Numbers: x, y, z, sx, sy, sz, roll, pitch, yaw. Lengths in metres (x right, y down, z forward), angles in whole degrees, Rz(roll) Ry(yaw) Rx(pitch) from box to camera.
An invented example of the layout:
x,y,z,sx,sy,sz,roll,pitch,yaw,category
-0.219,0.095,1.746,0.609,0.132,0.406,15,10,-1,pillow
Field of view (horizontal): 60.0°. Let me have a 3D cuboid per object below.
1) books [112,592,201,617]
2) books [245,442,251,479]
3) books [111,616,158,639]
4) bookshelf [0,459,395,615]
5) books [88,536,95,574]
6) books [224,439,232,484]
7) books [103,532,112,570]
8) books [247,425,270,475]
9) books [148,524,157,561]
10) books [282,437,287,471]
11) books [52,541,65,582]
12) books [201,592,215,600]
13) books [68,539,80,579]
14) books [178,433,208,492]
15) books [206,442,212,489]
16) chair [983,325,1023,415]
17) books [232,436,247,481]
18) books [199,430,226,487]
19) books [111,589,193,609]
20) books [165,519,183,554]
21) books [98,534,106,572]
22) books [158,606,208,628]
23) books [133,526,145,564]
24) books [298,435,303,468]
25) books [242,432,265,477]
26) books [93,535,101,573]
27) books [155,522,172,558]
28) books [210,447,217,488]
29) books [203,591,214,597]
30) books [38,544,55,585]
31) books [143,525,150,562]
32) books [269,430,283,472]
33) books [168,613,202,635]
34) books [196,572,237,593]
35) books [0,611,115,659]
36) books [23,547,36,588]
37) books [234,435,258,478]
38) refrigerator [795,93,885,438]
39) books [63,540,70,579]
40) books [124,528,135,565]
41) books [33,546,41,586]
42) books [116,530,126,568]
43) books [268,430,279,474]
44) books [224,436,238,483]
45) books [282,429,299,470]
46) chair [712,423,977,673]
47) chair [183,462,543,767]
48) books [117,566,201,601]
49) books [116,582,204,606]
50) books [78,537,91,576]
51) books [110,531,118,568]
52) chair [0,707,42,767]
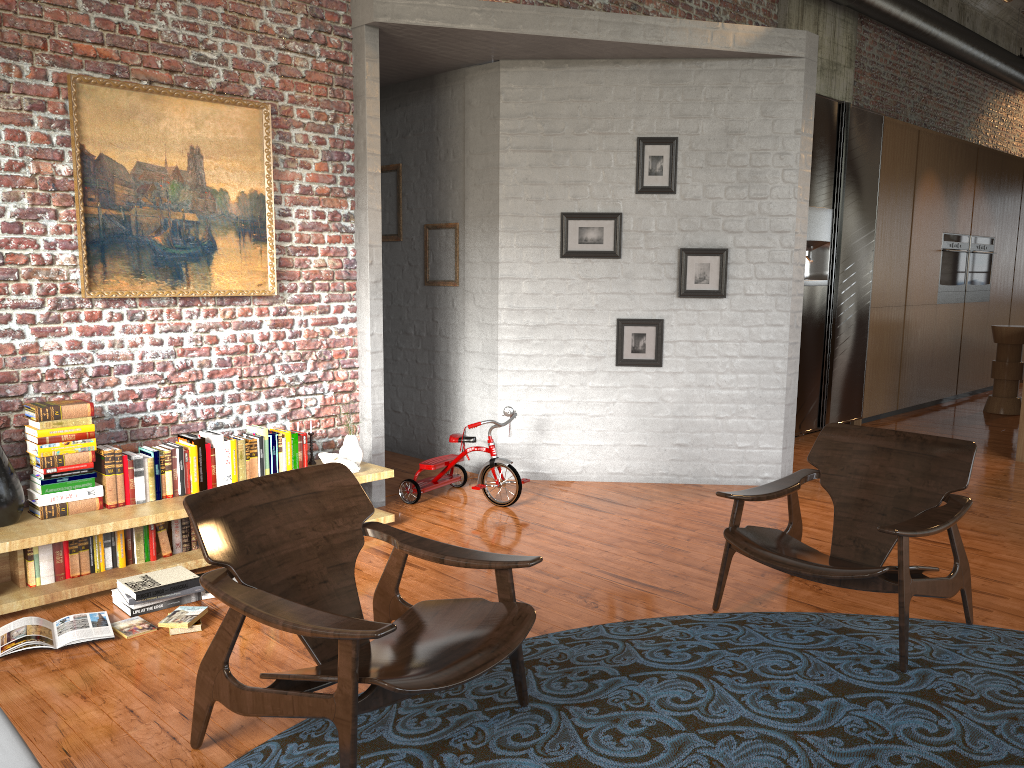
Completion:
x,y,z,sx,sy,sz,roll,pitch,yaw,category
-1.639,0.983,4.088,0.319,0.040,0.236,-6,10,-42,books
-1.507,0.428,4.931,0.161,0.224,0.027,9,12,44,books
-1.618,1.038,3.780,0.188,0.012,0.133,7,10,43,books
-2.257,0.818,4.119,3.836,0.360,0.547,-7,11,-44,bookshelf
-2.042,0.790,4.251,0.022,0.218,0.138,-8,12,-44,books
-1.594,0.423,4.847,0.182,0.255,0.034,9,12,44,books
-1.991,0.792,4.306,0.032,0.201,0.145,-8,12,-44,books
-1.433,0.385,5.006,0.176,0.292,0.036,9,12,44,books
-1.831,0.766,4.443,0.030,0.221,0.158,-8,12,-44,books
-1.348,0.409,5.089,0.161,0.224,0.027,9,12,44,books
-2.148,0.785,4.146,0.046,0.253,0.152,-8,12,-44,books
-1.361,0.971,4.288,0.313,0.017,0.231,-4,8,-29,books
-2.097,0.802,4.193,0.039,0.209,0.151,-8,12,-44,books
-1.710,0.419,4.743,0.197,0.286,0.065,9,12,44,books
-1.667,0.433,4.768,0.159,0.252,0.026,9,12,44,books
5.517,-0.162,9.864,0.409,0.967,0.409,-2,9,-14,chair
-1.538,0.420,4.901,0.170,0.247,0.057,9,12,44,books
-1.625,0.408,4.814,0.176,0.292,0.053,9,12,44,books
-1.640,0.951,4.070,0.236,0.028,0.299,7,10,43,books
-1.755,0.752,4.559,0.049,0.215,0.149,-8,12,-44,books
-2.006,0.798,4.281,0.023,0.194,0.139,-8,12,-44,books
-1.413,1.000,3.812,0.133,0.022,0.188,1,7,6,books
-1.879,0.777,4.402,0.039,0.209,0.151,-8,12,-44,books
-1.272,0.400,5.160,0.161,0.224,0.026,9,12,44,books
-1.452,0.407,4.978,0.182,0.255,0.034,9,12,44,books
-2.021,0.800,4.264,0.023,0.194,0.139,-8,12,-44,books
-1.799,0.745,4.485,0.088,0.257,0.152,-8,12,-44,books
-1.647,0.445,4.786,0.161,0.224,0.026,9,12,44,books
-1.366,0.955,4.283,0.231,0.017,0.306,7,10,43,books
-2.188,0.792,4.113,0.057,0.248,0.171,-8,12,-44,books
-1.859,0.768,4.429,0.030,0.221,0.158,-8,12,-44,books
-1.365,0.398,5.068,0.159,0.252,0.026,9,12,44,books
-1.410,1.026,3.820,0.128,0.030,0.181,-3,8,-23,books
-1.369,0.938,4.288,0.310,0.014,0.249,-5,9,-38,books
-1.890,1.018,3.663,0.422,0.049,0.299,-4,8,-30,books
-2.225,0.813,4.062,0.022,0.218,0.138,-8,12,-44,books
-1.487,0.416,4.959,0.174,0.241,0.045,9,12,44,books
2.613,-1.059,8.586,1.514,3.065,1.208,-8,12,-44,refrigerator
-2.123,0.811,4.176,0.023,0.194,0.139,-8,12,-44,books
-1.926,0.770,4.383,0.052,0.226,0.156,-8,12,-44,books
-2.211,0.822,4.082,0.023,0.194,0.139,-8,12,-44,books
-1.942,0.778,4.341,0.030,0.221,0.158,-8,12,-44,books
-1.398,0.396,5.040,0.179,0.260,0.060,9,12,44,books
-1.568,0.420,4.867,0.182,0.255,0.034,9,12,44,books
-1.305,0.394,5.141,0.174,0.241,0.045,9,12,44,books
1.488,0.654,3.922,1.041,0.797,0.873,-7,11,-43,chair
-0.496,0.762,2.938,1.041,0.797,0.872,6,10,35,chair
-1.597,0.900,4.018,0.296,0.035,0.235,-6,10,-42,books
-1.608,0.926,4.048,0.320,0.028,0.261,-5,9,-34,books
-2.067,0.795,4.225,0.049,0.214,0.148,-8,12,-44,books
-1.977,0.779,4.334,0.030,0.221,0.158,-8,12,-44,books
-1.064,0.849,1.272,0.806,1.035,1.052,0,8,-5,chair
